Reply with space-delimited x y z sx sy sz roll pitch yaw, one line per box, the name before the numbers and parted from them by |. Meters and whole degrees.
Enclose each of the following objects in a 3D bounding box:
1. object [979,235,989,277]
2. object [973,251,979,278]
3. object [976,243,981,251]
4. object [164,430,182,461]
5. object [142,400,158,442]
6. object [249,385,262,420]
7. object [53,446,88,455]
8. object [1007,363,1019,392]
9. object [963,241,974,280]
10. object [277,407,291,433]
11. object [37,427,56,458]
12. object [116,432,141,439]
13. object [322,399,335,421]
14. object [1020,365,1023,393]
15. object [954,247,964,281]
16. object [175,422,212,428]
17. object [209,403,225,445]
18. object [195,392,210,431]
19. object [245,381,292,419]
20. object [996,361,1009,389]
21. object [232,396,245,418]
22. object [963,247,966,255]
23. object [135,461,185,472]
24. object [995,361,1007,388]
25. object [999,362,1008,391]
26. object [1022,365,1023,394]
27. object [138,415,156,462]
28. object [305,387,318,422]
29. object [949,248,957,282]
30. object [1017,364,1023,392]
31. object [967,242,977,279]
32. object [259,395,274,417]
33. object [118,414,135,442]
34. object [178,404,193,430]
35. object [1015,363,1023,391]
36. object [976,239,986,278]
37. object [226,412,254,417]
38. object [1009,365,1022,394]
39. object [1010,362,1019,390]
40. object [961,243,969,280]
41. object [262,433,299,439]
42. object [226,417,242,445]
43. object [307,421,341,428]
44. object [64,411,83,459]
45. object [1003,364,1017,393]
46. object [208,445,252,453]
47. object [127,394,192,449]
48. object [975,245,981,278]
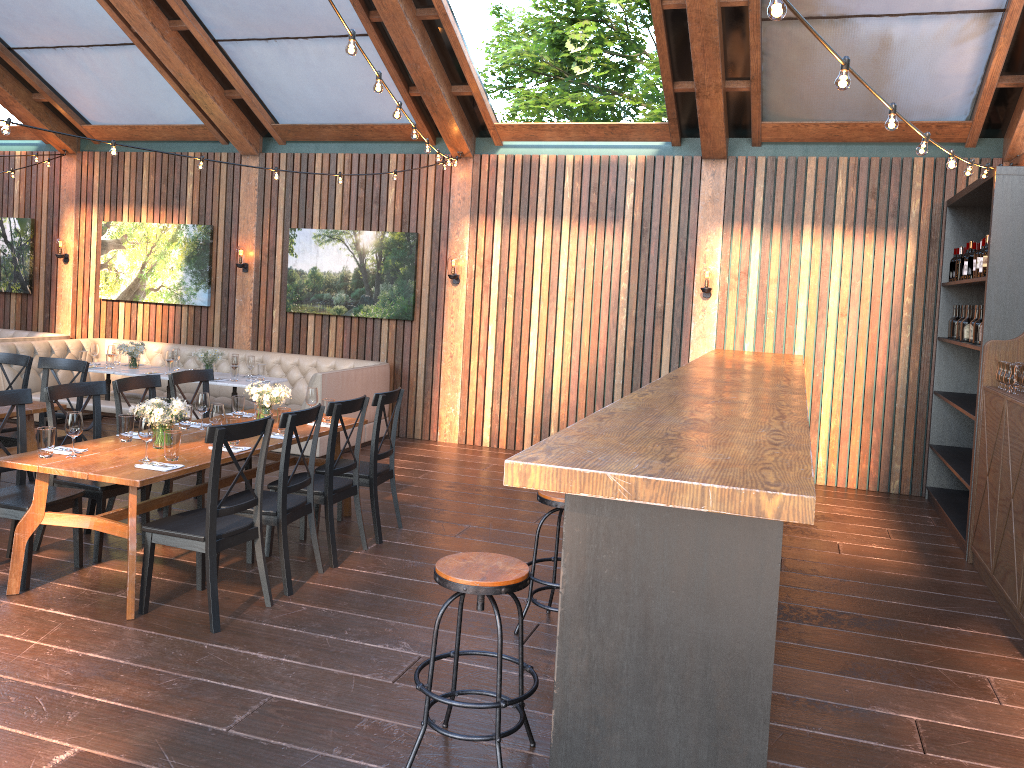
object | 3.628 -0.973 6.765 0.087 0.333 0.088 3 3 -2
object | 3.787 -0.992 7.116 0.136 0.315 0.137 2 3 -20
object | 3.844 -1.009 7.310 0.078 0.311 0.078 4 3 13
object | -1.864 0.339 4.854 0.092 0.158 0.092 6 5 44
object | -2.189 0.225 5.347 0.092 0.244 0.092 2 3 -30
object | -1.854 0.130 6.400 0.092 0.244 0.092 2 3 -30
object | -2.477 0.367 4.924 0.255 0.019 0.158 5 6 18
object | 3.307 -0.042 5.857 0.070 0.185 0.070 4 3 22
object | 3.837 -1.031 7.409 0.087 0.333 0.088 3 3 -2
object | -1.529 0.242 5.923 0.092 0.158 0.092 6 5 44
object | -2.500 0.315 4.748 0.092 0.158 0.092 6 5 44
object | -2.300 0.317 5.483 0.255 0.019 0.158 5 6 18
object | -1.346 0.192 6.487 0.092 0.158 0.092 6 5 44
object | 3.361 -0.031 5.780 0.070 0.185 0.070 4 3 22
object | 3.955 -1.052 7.803 0.075 0.302 0.075 5 3 34
object | -2.140 0.271 5.986 0.255 0.019 0.158 5 6 18
object | -1.794 0.244 5.373 0.092 0.244 0.092 2 3 -30
object | -2.044 0.179 5.840 0.092 0.244 0.092 2 3 -30
object | -1.710 0.129 6.180 0.329 0.308 0.338 2 5 -17
object | 3.344 -0.060 6.039 0.070 0.185 0.070 4 3 22
object | -1.975 0.168 6.381 0.092 0.158 0.092 6 5 44
object | 4.020 -1.060 7.868 0.078 0.311 0.078 4 3 13
object | -1.880 0.427 4.676 0.255 0.019 0.158 5 6 18
object | 3.377 -0.067 6.119 0.070 0.185 0.070 4 3 22
object | 3.315 -0.052 5.946 0.070 0.185 0.070 4 3 22
object | 3.330 -0.025 5.703 0.070 0.185 0.070 4 3 22
object | -1.981 0.295 4.800 0.092 0.244 0.092 2 3 -30
object | -1.457 0.148 6.434 0.092 0.244 0.092 2 3 -30
object | 4.157 -1.096 8.217 0.170 0.323 0.081 3 3 3
object | 3.392 -0.039 5.870 0.070 0.185 0.070 4 3 22
object | 3.774 -1.005 7.238 0.077 0.308 0.077 3 3 -4
object | -1.631 0.199 5.874 0.092 0.244 0.092 2 3 -30
object | -2.312 0.265 5.302 0.092 0.158 0.092 6 5 44
object | -2.151 0.218 5.821 0.092 0.158 0.092 6 5 44
object | 3.413 -0.047 5.952 0.070 0.185 0.070 4 3 22
object | 3.644 -0.968 6.849 0.077 0.306 0.077 5 3 34
object | -1.965 0.222 6.531 0.255 0.019 0.158 5 6 18
object | 3.240 -0.029 5.695 0.070 0.185 0.070 4 3 22
object | 3.430 -0.055 6.038 0.070 0.185 0.070 4 3 22
object | 3.862 -1.036 7.509 0.081 0.323 0.081 3 3 -4
object | -1.528 0.331 5.753 0.255 0.019 0.158 5 6 18
object | -1.704 0.287 5.417 0.092 0.158 0.092 6 5 44
object | -1.356 0.281 6.301 0.255 0.019 0.158 5 6 18
object | -2.371 0.275 4.787 0.092 0.244 0.092 2 3 -30
object | 3.255 -0.038 5.790 0.070 0.185 0.070 4 3 22
object | -1.694 0.375 5.257 0.255 0.019 0.158 5 6 18
object | -2.052 0.217 5.184 0.336 0.308 0.330 0 6 -39
object | 3.723 -0.980 7.019 0.075 0.302 0.075 3 3 1
